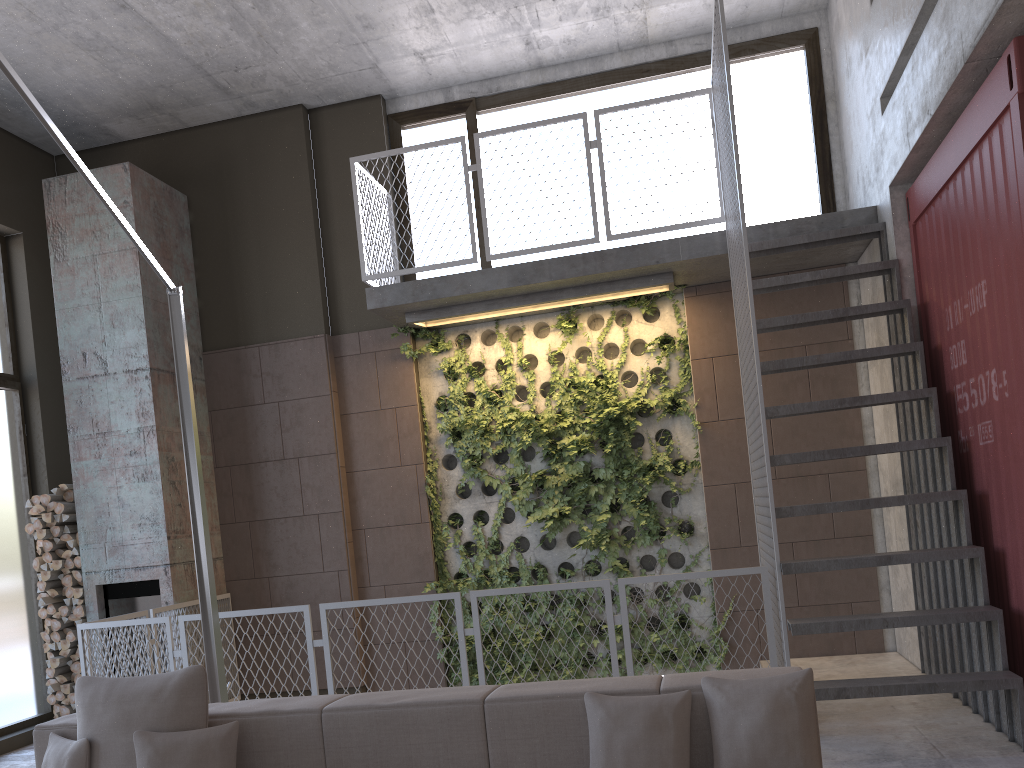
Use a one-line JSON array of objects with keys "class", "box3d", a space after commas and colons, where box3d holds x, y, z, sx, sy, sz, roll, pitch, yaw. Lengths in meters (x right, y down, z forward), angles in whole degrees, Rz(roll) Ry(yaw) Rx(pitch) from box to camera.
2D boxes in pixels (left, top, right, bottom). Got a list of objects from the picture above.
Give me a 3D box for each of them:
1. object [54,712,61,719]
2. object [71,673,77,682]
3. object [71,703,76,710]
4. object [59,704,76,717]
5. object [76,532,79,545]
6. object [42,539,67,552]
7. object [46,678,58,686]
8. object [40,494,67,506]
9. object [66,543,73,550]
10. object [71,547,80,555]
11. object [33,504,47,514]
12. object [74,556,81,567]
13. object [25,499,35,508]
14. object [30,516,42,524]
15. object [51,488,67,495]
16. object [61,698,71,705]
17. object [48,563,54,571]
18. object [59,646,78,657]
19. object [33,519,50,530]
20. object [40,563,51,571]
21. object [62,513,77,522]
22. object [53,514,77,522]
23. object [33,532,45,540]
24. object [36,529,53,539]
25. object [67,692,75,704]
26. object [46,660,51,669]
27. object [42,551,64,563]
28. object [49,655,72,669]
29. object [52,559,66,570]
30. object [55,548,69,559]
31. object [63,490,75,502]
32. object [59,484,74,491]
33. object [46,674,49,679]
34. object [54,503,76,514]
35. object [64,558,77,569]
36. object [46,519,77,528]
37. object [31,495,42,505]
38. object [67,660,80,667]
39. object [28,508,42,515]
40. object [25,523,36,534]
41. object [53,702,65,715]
[{"class": "object", "box3d": [-3.721, 2.749, 7.321, 0.045, 0.072, 0.253, -6, -8, 10]}, {"class": "object", "box3d": [-3.565, 2.439, 7.425, 0.101, 0.086, 0.365, -7, -8, 12]}, {"class": "object", "box3d": [-3.571, 2.668, 7.386, 0.064, 0.074, 0.362, -6, -8, 9]}, {"class": "object", "box3d": [-3.643, 2.705, 7.344, 0.099, 0.106, 0.296, -7, -7, 12]}, {"class": "object", "box3d": [-3.505, 1.296, 7.357, 0.064, 0.125, 0.366, -6, -8, 10]}, {"class": "object", "box3d": [-3.782, 1.343, 7.343, 0.099, 0.106, 0.296, -7, -7, 12]}, {"class": "object", "box3d": [-3.766, 2.486, 7.419, 0.122, 0.067, 0.366, -7, -8, 10]}, {"class": "object", "box3d": [-3.782, 0.968, 7.303, 0.104, 0.102, 0.294, -7, -8, 10]}, {"class": "object", "box3d": [-3.641, 1.371, 7.452, 0.104, 0.101, 0.294, -7, -8, 10]}, {"class": "object", "box3d": [-3.532, 1.393, 7.365, 0.071, 0.072, 0.426, -7, -8, 10]}, {"class": "object", "box3d": [-3.812, 1.047, 7.356, 0.113, 0.079, 0.438, -7, -8, 10]}, {"class": "object", "box3d": [-3.495, 1.479, 7.369, 0.092, 0.091, 0.440, -7, -8, 10]}, {"class": "object", "box3d": [-3.920, 1.004, 7.388, 0.067, 0.068, 0.426, -7, -8, 10]}, {"class": "object", "box3d": [-3.883, 1.144, 7.399, 0.066, 0.085, 0.428, -6, -8, 9]}, {"class": "object", "box3d": [-3.723, 0.913, 7.369, 0.065, 0.072, 0.362, -6, -8, 9]}, {"class": "object", "box3d": [-3.639, 2.634, 7.373, 0.089, 0.056, 0.335, -7, -8, 10]}, {"class": "object", "box3d": [-3.736, 1.527, 7.407, 0.067, 0.066, 0.426, -7, -8, 10]}, {"class": "object", "box3d": [-3.610, 2.223, 7.375, 0.115, 0.079, 0.438, -7, -8, 10]}, {"class": "object", "box3d": [-3.822, 1.176, 7.366, 0.091, 0.088, 0.458, -7, -8, 10]}, {"class": "object", "box3d": [-3.815, 1.536, 7.424, 0.067, 0.066, 0.426, -7, -8, 10]}, {"class": "object", "box3d": [-3.585, 1.111, 7.332, 0.066, 0.067, 0.426, -7, -8, 10]}, {"class": "object", "box3d": [-3.663, 1.122, 7.349, 0.067, 0.066, 0.426, -7, -8, 10]}, {"class": "object", "box3d": [-3.853, 1.270, 7.383, 0.067, 0.066, 0.426, -7, -8, 10]}, {"class": "object", "box3d": [-3.781, 1.250, 7.365, 0.094, 0.083, 0.483, -7, -8, 10]}, {"class": "object", "box3d": [-3.544, 2.593, 7.372, 0.091, 0.088, 0.458, -7, -8, 9]}, {"class": "object", "box3d": [-3.744, 2.321, 7.383, 0.067, 0.066, 0.426, -7, -8, 10]}, {"class": "object", "box3d": [-3.779, 1.454, 7.421, 0.092, 0.092, 0.440, -7, -8, 10]}, {"class": "object", "box3d": [-3.672, 2.301, 7.366, 0.094, 0.083, 0.483, -7, -8, 10]}, {"class": "object", "box3d": [-3.663, 1.507, 7.389, 0.094, 0.083, 0.483, -7, -8, 10]}, {"class": "object", "box3d": [-3.699, 1.431, 7.430, 0.101, 0.086, 0.365, -7, -8, 10]}, {"class": "object", "box3d": [-3.646, 0.951, 7.411, 0.100, 0.107, 0.296, -7, -7, 12]}, {"class": "object", "box3d": [-3.662, 0.871, 7.381, 0.088, 0.055, 0.335, -7, -8, 10]}, {"class": "object", "box3d": [-3.777, 2.423, 7.447, 0.067, 0.070, 0.426, -7, -8, 12]}, {"class": "object", "box3d": [-3.634, 1.037, 7.334, 0.093, 0.092, 0.440, -7, -8, 10]}, {"class": "object", "box3d": [-3.578, 1.498, 7.391, 0.091, 0.088, 0.458, -7, -8, 10]}, {"class": "object", "box3d": [-3.719, 1.172, 7.375, 0.115, 0.079, 0.438, -7, -8, 10]}, {"class": "object", "box3d": [-3.854, 0.984, 7.404, 0.091, 0.089, 0.459, -7, -8, 9]}, {"class": "object", "box3d": [-3.597, 2.316, 7.384, 0.064, 0.074, 0.361, -7, -8, 13]}, {"class": "object", "box3d": [-3.900, 1.075, 7.413, 0.123, 0.068, 0.366, -7, -8, 12]}, {"class": "object", "box3d": [-3.904, 1.213, 7.388, 0.091, 0.091, 0.440, -7, -8, 10]}, {"class": "object", "box3d": [-3.727, 2.714, 7.407, 0.101, 0.102, 0.294, -7, -8, 12]}]
